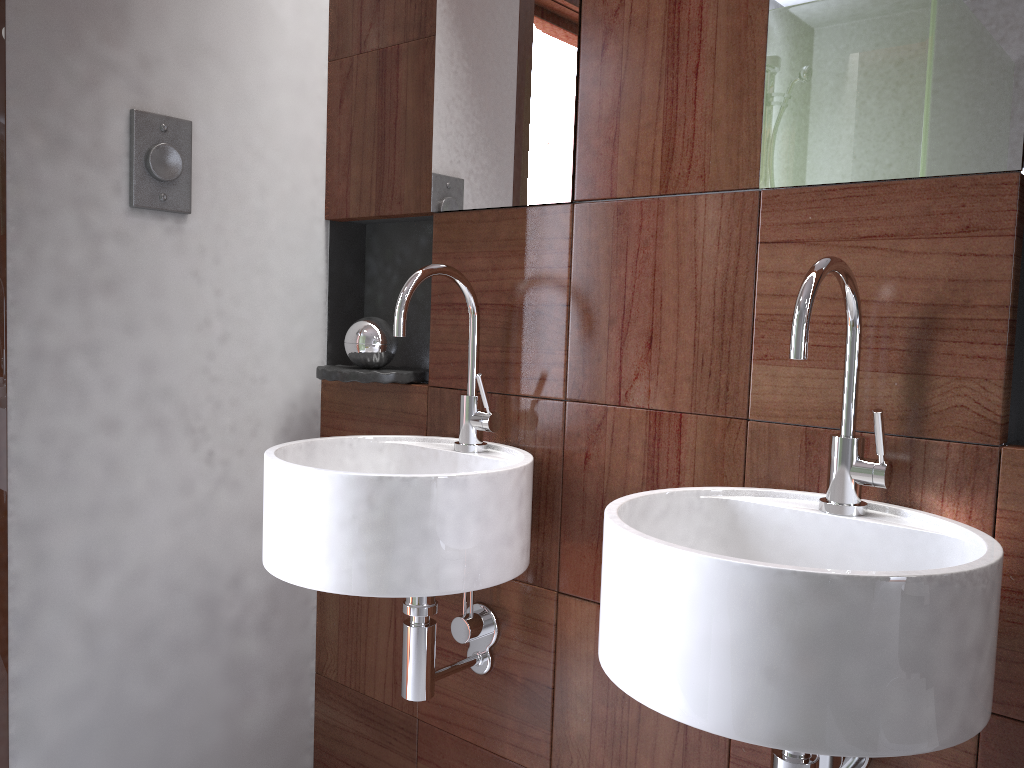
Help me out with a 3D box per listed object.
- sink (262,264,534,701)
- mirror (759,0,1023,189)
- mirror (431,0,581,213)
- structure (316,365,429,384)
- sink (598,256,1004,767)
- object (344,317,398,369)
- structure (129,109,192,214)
[{"bbox_3d":[-0.175,0.165,1.395,0.415,0.715,0.417,5,5,40],"label":"sink"},{"bbox_3d":[0.473,-0.572,1.092,0.316,0.635,0.010,5,5,40],"label":"mirror"},{"bbox_3d":[-0.013,-0.618,1.496,0.316,0.635,0.010,5,5,40],"label":"mirror"},{"bbox_3d":[-0.271,-0.020,1.741,0.222,0.023,0.220,2,4,0],"label":"structure"},{"bbox_3d":[0.310,0.211,0.992,0.415,0.715,0.417,5,5,40],"label":"sink"},{"bbox_3d":[0.205,-0.033,1.326,1.350,0.104,0.104,5,5,40],"label":"object"},{"bbox_3d":[-0.605,-0.383,1.535,0.028,0.164,0.109,5,5,40],"label":"structure"}]
